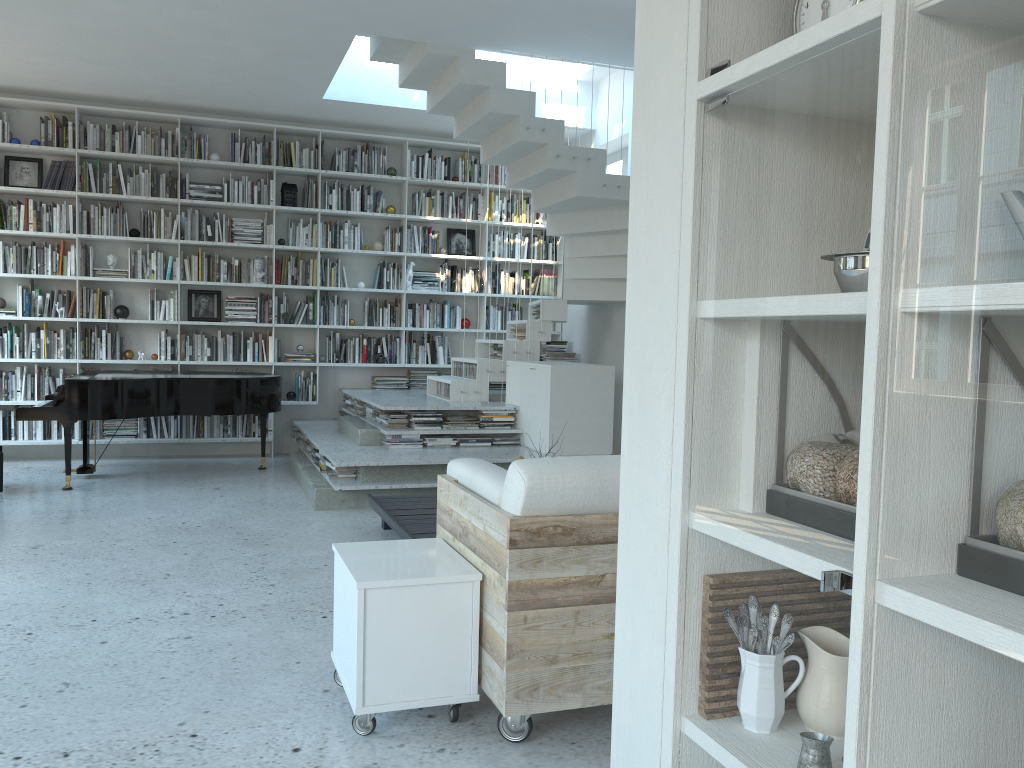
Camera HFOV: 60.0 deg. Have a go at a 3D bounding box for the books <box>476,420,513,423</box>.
[{"bbox_3d":[-0.147,0.299,7.220,0.268,0.014,0.159,0,3,-20],"label":"books"}]

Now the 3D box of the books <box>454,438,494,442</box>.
[{"bbox_3d":[-0.308,0.438,7.031,0.287,0.018,0.190,0,3,-20],"label":"books"}]

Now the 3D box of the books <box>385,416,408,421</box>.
[{"bbox_3d":[-0.921,0.273,7.048,0.137,0.012,0.242,0,3,-18],"label":"books"}]

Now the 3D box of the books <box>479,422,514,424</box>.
[{"bbox_3d":[-0.140,0.311,7.201,0.281,0.008,0.181,1,3,-14],"label":"books"}]

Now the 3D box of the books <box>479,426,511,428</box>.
[{"bbox_3d":[-0.145,0.344,7.213,0.220,0.011,0.177,0,3,-21],"label":"books"}]

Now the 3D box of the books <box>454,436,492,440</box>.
[{"bbox_3d":[-0.318,0.424,7.036,0.275,0.009,0.176,0,3,-19],"label":"books"}]

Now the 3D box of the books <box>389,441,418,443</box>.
[{"bbox_3d":[-0.846,0.435,6.848,0.210,0.012,0.168,1,3,-15],"label":"books"}]

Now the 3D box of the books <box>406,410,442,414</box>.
[{"bbox_3d":[-0.696,0.223,7.037,0.261,0.016,0.128,0,3,-20],"label":"books"}]

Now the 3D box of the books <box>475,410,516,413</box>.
[{"bbox_3d":[-0.138,0.220,7.195,0.285,0.013,0.181,0,3,-24],"label":"books"}]

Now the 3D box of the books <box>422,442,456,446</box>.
[{"bbox_3d":[-0.578,0.461,6.940,0.232,0.019,0.169,0,3,-24],"label":"books"}]

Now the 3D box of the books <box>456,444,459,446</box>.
[{"bbox_3d":[-0.317,0.482,7.056,0.249,0.009,0.144,0,3,-20],"label":"books"}]

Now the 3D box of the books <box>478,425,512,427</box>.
[{"bbox_3d":[-0.148,0.334,7.221,0.259,0.009,0.152,0,3,-22],"label":"books"}]

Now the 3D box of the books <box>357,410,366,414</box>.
[{"bbox_3d":[-1.284,0.250,8.001,0.178,0.014,0.247,0,3,-21],"label":"books"}]

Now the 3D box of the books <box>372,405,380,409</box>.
[{"bbox_3d":[-1.046,0.187,7.292,0.189,0.022,0.237,1,3,-14],"label":"books"}]

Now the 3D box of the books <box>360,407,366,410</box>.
[{"bbox_3d":[-1.274,0.217,8.002,0.159,0.018,0.202,0,3,-21],"label":"books"}]

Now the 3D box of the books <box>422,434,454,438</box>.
[{"bbox_3d":[-0.583,0.409,6.954,0.220,0.013,0.148,0,3,-20],"label":"books"}]

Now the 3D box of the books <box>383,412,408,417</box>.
[{"bbox_3d":[-0.927,0.241,7.043,0.149,0.014,0.228,0,3,-21],"label":"books"}]

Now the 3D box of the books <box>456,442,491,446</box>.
[{"bbox_3d":[-0.310,0.469,7.035,0.250,0.018,0.177,1,3,-16],"label":"books"}]

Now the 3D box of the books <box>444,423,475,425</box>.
[{"bbox_3d":[-0.426,0.315,7.114,0.214,0.015,0.177,0,3,-18],"label":"books"}]

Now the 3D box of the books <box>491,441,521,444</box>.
[{"bbox_3d":[-0.064,0.464,7.139,0.234,0.017,0.151,0,3,-18],"label":"books"}]

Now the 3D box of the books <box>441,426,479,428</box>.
[{"bbox_3d":[-0.425,0.339,7.111,0.287,0.005,0.165,1,3,-14],"label":"books"}]

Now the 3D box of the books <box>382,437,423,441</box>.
[{"bbox_3d":[-0.847,0.423,6.851,0.292,0.012,0.159,1,3,-16],"label":"books"}]

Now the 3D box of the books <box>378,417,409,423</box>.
[{"bbox_3d":[-0.944,0.286,7.041,0.184,0.014,0.297,0,3,-20],"label":"books"}]

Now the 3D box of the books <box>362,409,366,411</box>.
[{"bbox_3d":[-1.263,0.234,8.007,0.138,0.017,0.237,0,3,-20],"label":"books"}]

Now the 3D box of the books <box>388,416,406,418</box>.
[{"bbox_3d":[-0.924,0.252,7.045,0.132,0.009,0.269,1,3,-15],"label":"books"}]

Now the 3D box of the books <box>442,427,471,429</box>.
[{"bbox_3d":[-0.426,0.345,7.112,0.291,0.007,0.174,1,3,-16],"label":"books"}]

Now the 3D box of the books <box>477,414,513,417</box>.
[{"bbox_3d":[-0.140,0.257,7.201,0.261,0.012,0.179,1,3,-15],"label":"books"}]

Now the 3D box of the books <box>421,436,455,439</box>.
[{"bbox_3d":[-0.582,0.418,6.953,0.242,0.005,0.152,0,3,-18],"label":"books"}]

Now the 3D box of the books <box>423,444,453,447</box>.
[{"bbox_3d":[-0.583,0.477,6.955,0.208,0.015,0.152,0,3,-21],"label":"books"}]

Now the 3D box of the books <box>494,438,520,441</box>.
[{"bbox_3d":[-0.067,0.441,7.147,0.229,0.014,0.133,0,3,-20],"label":"books"}]

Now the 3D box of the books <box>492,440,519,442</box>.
[{"bbox_3d":[-0.065,0.452,7.142,0.225,0.007,0.133,1,3,-15],"label":"books"}]

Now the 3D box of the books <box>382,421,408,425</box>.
[{"bbox_3d":[-0.932,0.306,7.047,0.152,0.015,0.207,0,3,-22],"label":"books"}]

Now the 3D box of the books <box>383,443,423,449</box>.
[{"bbox_3d":[-0.843,0.472,6.837,0.262,0.023,0.200,0,3,-21],"label":"books"}]

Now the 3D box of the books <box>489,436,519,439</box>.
[{"bbox_3d":[-0.066,0.431,7.145,0.215,0.007,0.130,0,3,-17],"label":"books"}]

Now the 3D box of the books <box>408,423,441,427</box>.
[{"bbox_3d":[-0.695,0.325,7.033,0.227,0.013,0.148,0,3,-21],"label":"books"}]

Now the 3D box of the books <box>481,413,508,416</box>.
[{"bbox_3d":[-0.142,0.238,7.207,0.192,0.024,0.167,1,3,-14],"label":"books"}]

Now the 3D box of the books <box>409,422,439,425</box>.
[{"bbox_3d":[-0.696,0.312,7.037,0.207,0.012,0.131,0,3,-23],"label":"books"}]

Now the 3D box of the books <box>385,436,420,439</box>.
[{"bbox_3d":[-0.851,0.411,6.861,0.257,0.010,0.132,1,3,-15],"label":"books"}]

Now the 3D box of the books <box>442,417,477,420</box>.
[{"bbox_3d":[-0.426,0.276,7.113,0.245,0.013,0.172,0,3,-20],"label":"books"}]

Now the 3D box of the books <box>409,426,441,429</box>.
[{"bbox_3d":[-0.690,0.339,7.021,0.216,0.015,0.177,0,3,-21],"label":"books"}]

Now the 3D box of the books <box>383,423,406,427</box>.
[{"bbox_3d":[-0.938,0.320,7.045,0.161,0.014,0.212,1,3,-15],"label":"books"}]

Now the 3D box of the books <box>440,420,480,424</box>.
[{"bbox_3d":[-0.421,0.301,7.099,0.273,0.014,0.187,0,3,-24],"label":"books"}]

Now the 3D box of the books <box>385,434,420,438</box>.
[{"bbox_3d":[-0.846,0.394,6.847,0.234,0.025,0.157,0,3,-24],"label":"books"}]

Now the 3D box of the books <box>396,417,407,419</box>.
[{"bbox_3d":[-0.900,0.262,7.055,0.091,0.011,0.189,0,3,-21],"label":"books"}]

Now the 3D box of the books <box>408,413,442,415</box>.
[{"bbox_3d":[-0.689,0.236,7.019,0.228,0.009,0.159,0,3,-23],"label":"books"}]

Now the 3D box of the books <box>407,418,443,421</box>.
[{"bbox_3d":[-0.692,0.278,7.025,0.260,0.009,0.153,1,3,-16],"label":"books"}]

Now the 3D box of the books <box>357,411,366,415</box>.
[{"bbox_3d":[-1.290,0.262,7.999,0.182,0.011,0.253,1,3,-15],"label":"books"}]

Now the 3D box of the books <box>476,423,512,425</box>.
[{"bbox_3d":[-0.149,0.321,7.226,0.262,0.016,0.131,0,3,-24],"label":"books"}]

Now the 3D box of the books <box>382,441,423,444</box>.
[{"bbox_3d":[-0.849,0.449,6.855,0.285,0.008,0.159,0,3,-21],"label":"books"}]

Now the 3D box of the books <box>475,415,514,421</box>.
[{"bbox_3d":[-0.143,0.277,7.210,0.284,0.030,0.177,0,3,-18],"label":"books"}]

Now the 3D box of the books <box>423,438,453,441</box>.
[{"bbox_3d":[-0.584,0.429,6.959,0.211,0.018,0.134,1,3,-16],"label":"books"}]

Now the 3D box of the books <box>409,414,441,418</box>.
[{"bbox_3d":[-0.692,0.249,7.027,0.221,0.018,0.154,0,3,-18],"label":"books"}]

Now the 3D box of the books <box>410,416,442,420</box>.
[{"bbox_3d":[-0.684,0.267,7.004,0.230,0.015,0.190,1,3,-14],"label":"books"}]

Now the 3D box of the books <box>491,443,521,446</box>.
[{"bbox_3d":[-0.063,0.486,7.134,0.261,0.006,0.151,0,3,-23],"label":"books"}]

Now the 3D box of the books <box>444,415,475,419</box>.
[{"bbox_3d":[-0.423,0.265,7.106,0.203,0.011,0.173,0,3,-24],"label":"books"}]

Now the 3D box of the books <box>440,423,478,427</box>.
[{"bbox_3d":[-0.432,0.328,7.130,0.293,0.014,0.133,0,3,-22],"label":"books"}]

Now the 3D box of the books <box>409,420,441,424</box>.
[{"bbox_3d":[-0.688,0.302,7.014,0.215,0.013,0.189,0,3,-20],"label":"books"}]

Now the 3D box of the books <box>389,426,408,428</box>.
[{"bbox_3d":[-0.923,0.331,7.051,0.144,0.009,0.249,0,3,-19],"label":"books"}]

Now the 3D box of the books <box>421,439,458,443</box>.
[{"bbox_3d":[-0.581,0.445,6.949,0.272,0.012,0.158,0,3,-21],"label":"books"}]
